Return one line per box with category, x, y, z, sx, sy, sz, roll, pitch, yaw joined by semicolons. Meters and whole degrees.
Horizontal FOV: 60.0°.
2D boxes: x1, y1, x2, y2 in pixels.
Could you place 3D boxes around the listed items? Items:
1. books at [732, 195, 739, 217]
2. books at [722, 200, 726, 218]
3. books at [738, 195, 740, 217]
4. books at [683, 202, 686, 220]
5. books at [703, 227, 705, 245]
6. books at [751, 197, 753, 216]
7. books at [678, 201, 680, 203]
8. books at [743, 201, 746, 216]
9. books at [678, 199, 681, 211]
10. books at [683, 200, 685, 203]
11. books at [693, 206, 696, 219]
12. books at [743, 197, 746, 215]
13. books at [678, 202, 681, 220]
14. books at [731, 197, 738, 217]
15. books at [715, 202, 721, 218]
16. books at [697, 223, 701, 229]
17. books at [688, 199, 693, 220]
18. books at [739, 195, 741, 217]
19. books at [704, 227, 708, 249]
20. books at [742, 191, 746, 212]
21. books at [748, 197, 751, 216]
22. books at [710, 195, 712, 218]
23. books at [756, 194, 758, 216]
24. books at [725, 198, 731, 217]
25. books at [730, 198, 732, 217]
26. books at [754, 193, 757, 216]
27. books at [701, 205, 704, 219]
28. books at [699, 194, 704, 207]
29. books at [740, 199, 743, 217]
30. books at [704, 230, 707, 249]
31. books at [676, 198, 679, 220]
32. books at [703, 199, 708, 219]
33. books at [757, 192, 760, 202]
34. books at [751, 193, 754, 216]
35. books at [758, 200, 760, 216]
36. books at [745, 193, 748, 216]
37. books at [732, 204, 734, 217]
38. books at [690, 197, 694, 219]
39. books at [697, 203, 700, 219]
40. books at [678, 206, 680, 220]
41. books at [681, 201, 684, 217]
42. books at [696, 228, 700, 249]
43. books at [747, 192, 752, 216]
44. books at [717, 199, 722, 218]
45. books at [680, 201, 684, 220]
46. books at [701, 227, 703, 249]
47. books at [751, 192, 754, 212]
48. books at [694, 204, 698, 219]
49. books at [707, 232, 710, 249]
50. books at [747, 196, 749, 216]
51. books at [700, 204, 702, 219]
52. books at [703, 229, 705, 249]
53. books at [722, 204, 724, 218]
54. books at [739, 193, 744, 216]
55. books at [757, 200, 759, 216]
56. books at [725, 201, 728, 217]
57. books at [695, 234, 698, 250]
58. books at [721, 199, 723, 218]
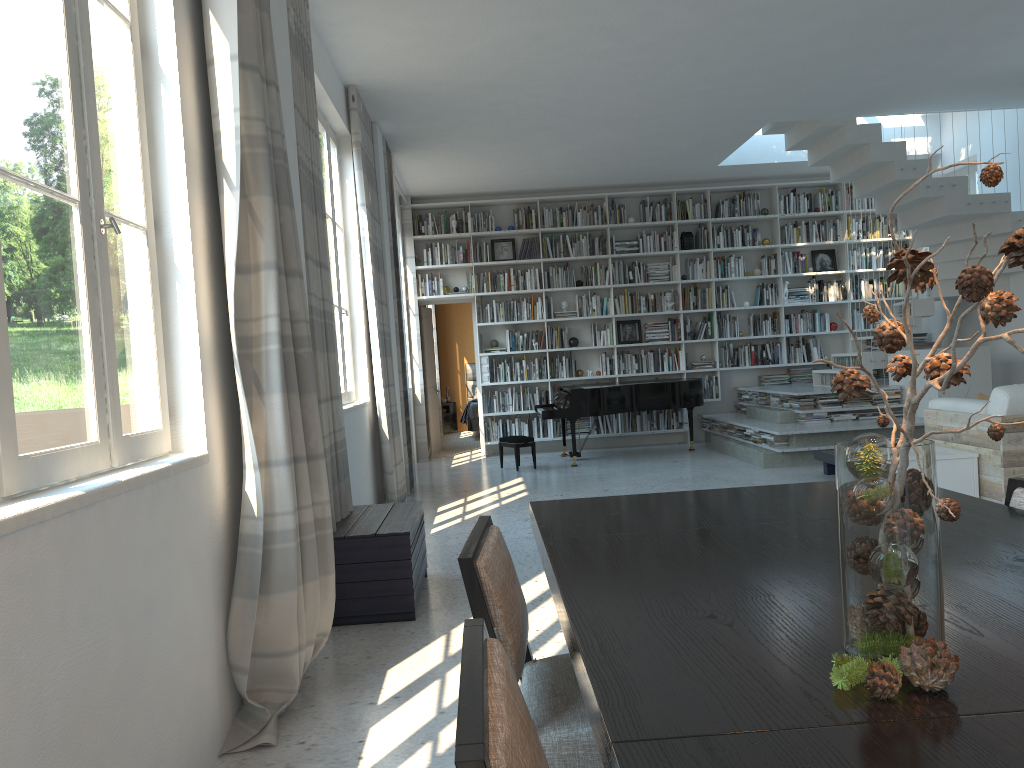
books;2.791;-2.200;11.063;0.024;0.292;0.167;-4;2;-2
books;2.627;-2.157;11.044;0.013;0.229;0.173;-4;2;-2
books;2.811;-2.203;11.075;0.017;0.295;0.138;-4;2;-2
books;2.134;-2.127;11.024;0.015;0.234;0.171;-4;2;-2
books;2.381;-1.805;11.079;0.013;0.289;0.131;-4;2;-2
books;2.971;-2.194;11.065;0.014;0.259;0.149;-4;2;-2
books;2.074;-2.137;11.030;0.006;0.260;0.166;-4;2;-2
books;2.869;-2.158;11.044;0.018;0.201;0.188;-4;2;-2
books;2.079;-2.147;11.041;0.007;0.279;0.150;-4;2;-2
books;2.143;-2.144;11.060;0.007;0.264;0.133;-4;2;-2
books;2.255;-2.108;11.033;0.022;0.180;0.173;-4;2;-2
books;2.880;-2.184;11.059;0.008;0.251;0.170;-4;2;-2
books;2.069;-2.126;11.015;0.007;0.239;0.191;-4;2;-2
books;2.767;-2.180;11.040;0.028;0.258;0.184;-4;2;-2
books;2.558;-2.140;11.040;0.046;0.206;0.183;-4;2;-2
books;2.333;-1.827;11.061;0.025;0.339;0.142;-4;2;-2
books;2.215;-2.154;11.050;0.030;0.274;0.151;-4;2;-2
books;2.829;-2.199;11.071;0.007;0.285;0.159;-4;2;-2
books;2.419;-1.809;11.073;0.005;0.292;0.130;-4;2;-2
books;2.885;-2.224;11.057;0.007;0.329;0.183;-4;2;-2
books;2.944;-2.189;11.066;0.024;0.252;0.149;-4;2;-2
books;2.454;-2.183;11.031;0.019;0.304;0.175;-4;2;-2
books;3.026;-2.207;11.054;0.008;0.279;0.180;-4;2;-2
books;2.685;-2.174;11.058;0.030;0.255;0.161;-4;2;-2
books;2.711;-2.176;11.061;0.021;0.256;0.168;-4;2;-2
books;3.015;-2.216;11.060;0.013;0.297;0.188;-4;2;-2
books;2.356;-2.122;11.046;0.022;0.194;0.181;-4;2;-2
books;2.368;-2.191;11.061;0.012;0.330;0.128;-4;2;-2
books;2.844;-2.172;11.053;0.018;0.231;0.160;-4;2;-2
books;2.397;-1.785;11.038;0.013;0.248;0.186;-4;2;-2
books;2.044;-2.154;11.032;0.007;0.298;0.181;-4;2;-2
books;2.392;-2.154;11.030;0.029;0.253;0.186;-4;2;-2
books;3.063;-2.224;11.060;0.006;0.306;0.163;-4;2;-2
books;2.984;-2.216;11.070;0.019;0.299;0.137;-4;2;-2
books;3.056;-2.175;11.060;0.014;0.209;0.188;-4;2;-2
books;2.897;-2.209;11.041;0.015;0.299;0.183;-4;2;-2
books;2.738;-2.146;11.081;0.031;0.190;0.132;-4;2;-2
books;2.235;-2.166;11.033;0.010;0.297;0.167;-4;2;-2
books;2.305;-2.128;11.031;0.031;0.213;0.169;-4;2;-2
books;2.058;-2.102;11.041;0.015;0.193;0.160;-4;2;-2
books;2.121;-2.141;11.041;0.008;0.262;0.142;-4;2;-2
books;2.312;-1.791;11.033;0.021;0.272;0.190;-4;2;-2
books;2.958;-2.217;11.057;0.008;0.307;0.182;-4;2;-2
books;2.584;-2.162;11.047;0.009;0.244;0.173;-4;2;-2
books;2.100;-2.139;11.033;0.034;0.261;0.157;-4;2;-2
books;2.351;-1.802;11.041;0.021;0.288;0.179;-4;2;-2
books;2.996;-2.228;11.087;0.008;0.321;0.133;-4;2;-2
books;2.277;-2.121;11.034;0.024;0.202;0.180;-4;2;-2
books;2.429;-1.770;11.040;0.008;0.214;0.223;-4;2;-2
books;2.927;-2.200;11.066;0.008;0.275;0.163;-4;2;-2
books;2.332;-2.126;11.052;0.025;0.203;0.162;-4;2;-2
books;2.374;-1.787;11.052;0.005;0.255;0.158;-4;2;-2
books;2.617;-2.134;11.057;0.009;0.183;0.160;-4;2;-2
books;2.853;-2.213;11.058;0.006;0.312;0.179;-4;2;-2
books;3.040;-2.177;11.069;0.018;0.214;0.157;-4;2;-2
books;2.657;-2.158;11.059;0.028;0.226;0.163;-4;2;-2
books;2.306;-1.762;11.066;0.019;0.214;0.156;-4;2;-2
books;2.593;-2.163;11.056;0.011;0.244;0.172;-4;2;-2
